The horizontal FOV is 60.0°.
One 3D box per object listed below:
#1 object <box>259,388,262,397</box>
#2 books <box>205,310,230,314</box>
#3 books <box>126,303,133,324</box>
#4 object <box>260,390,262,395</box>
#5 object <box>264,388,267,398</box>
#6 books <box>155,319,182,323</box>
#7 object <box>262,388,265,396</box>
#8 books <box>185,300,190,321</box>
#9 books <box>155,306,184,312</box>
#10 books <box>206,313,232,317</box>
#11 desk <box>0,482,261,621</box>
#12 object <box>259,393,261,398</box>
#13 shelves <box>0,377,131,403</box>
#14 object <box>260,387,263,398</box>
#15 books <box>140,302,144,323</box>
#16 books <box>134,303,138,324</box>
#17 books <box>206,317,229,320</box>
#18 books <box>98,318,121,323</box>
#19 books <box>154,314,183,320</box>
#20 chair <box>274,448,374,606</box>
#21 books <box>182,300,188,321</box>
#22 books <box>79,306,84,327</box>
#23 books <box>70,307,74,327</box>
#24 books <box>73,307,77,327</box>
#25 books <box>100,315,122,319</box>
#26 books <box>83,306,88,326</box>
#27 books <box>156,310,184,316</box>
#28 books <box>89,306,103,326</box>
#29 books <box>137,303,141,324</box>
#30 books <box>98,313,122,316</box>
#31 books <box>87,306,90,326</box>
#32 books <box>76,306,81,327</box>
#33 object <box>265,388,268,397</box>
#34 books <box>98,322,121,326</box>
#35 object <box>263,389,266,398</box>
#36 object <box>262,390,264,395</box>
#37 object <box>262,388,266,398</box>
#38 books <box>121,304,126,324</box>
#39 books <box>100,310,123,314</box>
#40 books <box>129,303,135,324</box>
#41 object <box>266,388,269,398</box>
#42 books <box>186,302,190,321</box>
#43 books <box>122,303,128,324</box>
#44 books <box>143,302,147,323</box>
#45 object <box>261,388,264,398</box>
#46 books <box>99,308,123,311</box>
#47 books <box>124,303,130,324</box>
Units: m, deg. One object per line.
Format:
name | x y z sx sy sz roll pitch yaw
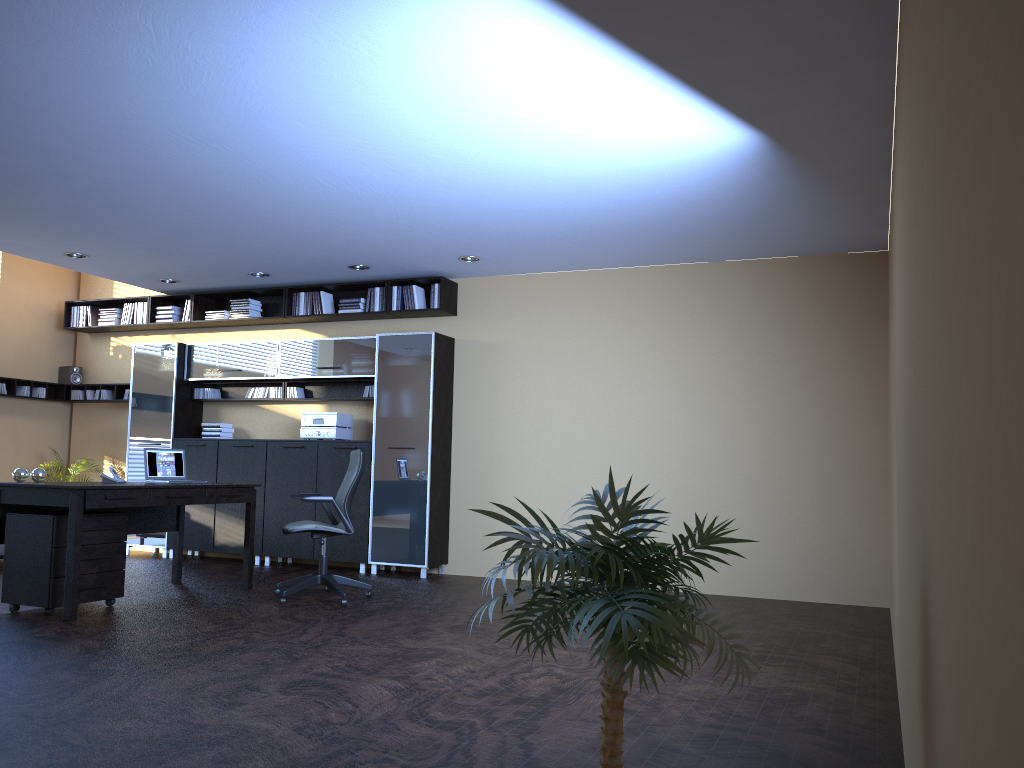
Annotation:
object | -2.748 0.104 9.827 0.036 0.115 0.140 0 -5 22
books | -3.304 -0.802 10.057 0.258 0.028 0.208 -1 -6 22
books | -4.475 -0.814 10.531 0.075 0.259 0.208 0 -5 22
object | -2.738 0.104 9.826 0.036 0.115 0.140 0 -5 22
object | -2.681 0.104 9.805 0.040 0.118 0.142 0 -5 22
books | -3.980 -0.716 10.324 0.258 0.050 0.208 -1 -6 22
object | -2.708 0.104 9.820 0.040 0.118 0.142 0 -5 22
books | -3.671 -0.825 10.214 0.075 0.259 0.208 0 -5 22
books | -3.994 -0.869 10.343 0.258 0.050 0.208 -1 -6 22
books | -3.287 -0.774 10.042 0.258 0.028 0.208 -1 -6 22
desk | -2.939 1.221 6.902 0.914 0.889 1.898 -1 -6 22
object | -2.737 0.104 9.828 0.040 0.118 0.142 0 -5 22
shelves | -6.258 -0.199 7.842 1.249 0.213 6.636 -1 -6 22
object | -2.730 0.104 9.819 0.040 0.118 0.142 0 -5 22
books | -4.290 -0.817 10.453 0.050 0.258 0.208 0 -5 23
books | -4.384 -0.815 10.500 0.050 0.258 0.208 0 -5 23
books | -3.293 -0.719 10.030 0.258 0.028 0.208 -1 -6 23
books | -4.798 -0.756 10.668 0.258 0.050 0.208 -1 -6 22
books | -3.990 -0.768 10.327 0.258 0.050 0.208 -1 -6 22
chair | -1.479 1.119 7.166 0.769 1.213 0.833 3 -5 -21
books | -3.702 -0.825 10.223 0.075 0.259 0.208 0 -5 22
books | -5.179 -0.804 10.826 0.050 0.258 0.208 0 -5 23
books | -5.323 -0.802 10.885 0.050 0.258 0.208 0 -5 22
books | -5.274 -0.802 10.868 0.050 0.258 0.208 0 -5 22
books | -4.780 -0.795 10.675 0.258 0.028 0.208 -1 -6 22
books | -5.130 -0.804 10.807 0.050 0.258 0.208 0 -5 22
books | -3.974 -0.818 10.335 0.258 0.050 0.208 -1 -6 22
books | -5.044 -0.806 10.769 0.075 0.259 0.208 0 -5 22
books | -4.336 -0.816 10.480 0.050 0.258 0.208 0 -5 22
books | -4.797 -0.825 10.663 0.258 0.028 0.208 -1 -6 23
books | -5.071 -0.805 10.786 0.075 0.259 0.208 0 -5 22
books | -5.230 -0.804 10.839 0.050 0.258 0.208 0 -5 21
object | -2.673 0.103 9.797 0.036 0.115 0.140 0 -5 22
books | -4.792 -0.705 10.655 0.258 0.050 0.208 -1 -6 23
object | -2.690 0.104 9.810 0.040 0.118 0.142 0 -5 22
object | -2.718 0.104 9.821 0.040 0.118 0.142 0 -5 22
object | -2.701 0.104 9.810 0.040 0.118 0.142 0 -5 22
books | -4.560 -0.812 10.574 0.075 0.259 0.208 0 -5 22
books | -4.779 -0.852 10.674 0.258 0.028 0.208 -1 -6 22
books | -4.440 -0.813 10.533 0.075 0.259 0.208 0 -5 22
object | -2.663 0.103 9.796 0.040 0.118 0.142 0 -5 22
books | -3.646 -0.826 10.190 0.075 0.259 0.208 0 -5 22
books | -4.534 -0.813 10.555 0.075 0.259 0.208 0 -5 22
books | -4.242 -0.818 10.434 0.050 0.258 0.208 0 -5 22
object | -2.720 0.104 9.816 0.036 0.115 0.140 0 -5 22
books | -4.799 -0.880 10.683 0.258 0.028 0.208 -1 -6 22
books | -4.505 -0.814 10.542 0.075 0.259 0.208 0 -5 23
